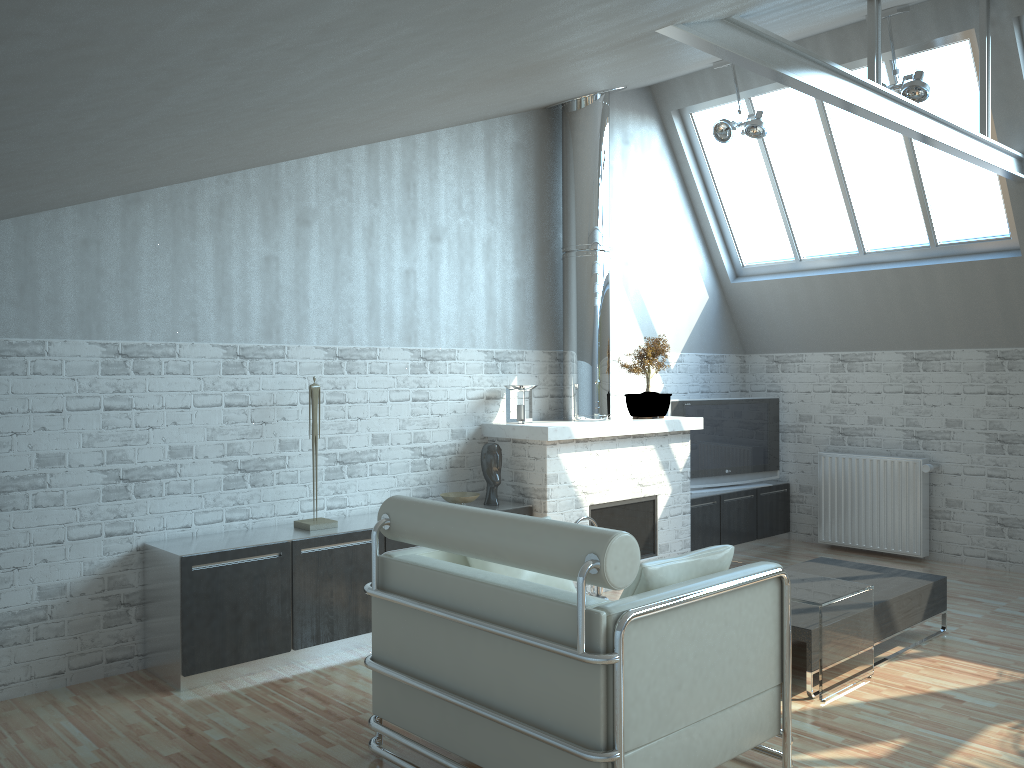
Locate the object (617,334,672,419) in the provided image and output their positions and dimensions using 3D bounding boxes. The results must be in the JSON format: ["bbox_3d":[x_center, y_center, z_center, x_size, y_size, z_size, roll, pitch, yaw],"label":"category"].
[{"bbox_3d":[1.935,-0.123,13.077,1.115,1.265,0.572,-1,1,-39],"label":"object"}]

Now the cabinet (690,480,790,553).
[{"bbox_3d":[3.427,2.263,14.916,3.234,1.016,0.908,-1,1,-43],"label":"cabinet"}]

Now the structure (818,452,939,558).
[{"bbox_3d":[5.900,1.921,14.356,0.508,1.524,1.892,-1,1,-43],"label":"structure"}]

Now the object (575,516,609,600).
[{"bbox_3d":[0.925,2.253,11.340,0.584,1.124,0.412,-1,1,-43],"label":"object"}]

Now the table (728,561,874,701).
[{"bbox_3d":[2.539,2.378,8.856,1.015,0.867,1.726,-1,1,-43],"label":"table"}]

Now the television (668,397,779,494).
[{"bbox_3d":[3.530,0.996,14.918,2.577,1.514,0.592,-1,1,-33],"label":"television"}]

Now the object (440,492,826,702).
[{"bbox_3d":[1.237,1.552,9.784,1.528,2.558,4.859,-1,1,-44],"label":"object"}]

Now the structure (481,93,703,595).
[{"bbox_3d":[1.204,-0.783,12.618,3.302,7.180,1.309,-1,1,-43],"label":"structure"}]

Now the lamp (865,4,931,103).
[{"bbox_3d":[4.672,-4.049,10.931,0.619,1.172,0.808,-1,1,-39],"label":"lamp"}]

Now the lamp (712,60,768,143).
[{"bbox_3d":[3.168,-4.057,12.551,0.619,1.172,0.808,-1,1,-39],"label":"lamp"}]

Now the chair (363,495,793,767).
[{"bbox_3d":[0.456,1.864,6.653,2.201,2.001,2.507,-1,1,-43],"label":"chair"}]

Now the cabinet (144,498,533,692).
[{"bbox_3d":[-1.710,2.208,10.132,4.572,1.270,0.914,-1,1,-43],"label":"cabinet"}]

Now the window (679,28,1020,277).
[{"bbox_3d":[5.002,-3.278,13.507,1.897,2.787,4.651,-1,1,-43],"label":"window"}]

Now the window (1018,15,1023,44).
[{"bbox_3d":[8.458,-3.261,9.784,1.897,2.787,4.651,-1,1,-43],"label":"window"}]

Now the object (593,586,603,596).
[{"bbox_3d":[1.100,2.276,11.387,0.026,0.873,0.155,-1,1,-42],"label":"object"}]

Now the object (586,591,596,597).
[{"bbox_3d":[0.983,2.308,11.202,0.145,0.932,0.065,0,1,29],"label":"object"}]
